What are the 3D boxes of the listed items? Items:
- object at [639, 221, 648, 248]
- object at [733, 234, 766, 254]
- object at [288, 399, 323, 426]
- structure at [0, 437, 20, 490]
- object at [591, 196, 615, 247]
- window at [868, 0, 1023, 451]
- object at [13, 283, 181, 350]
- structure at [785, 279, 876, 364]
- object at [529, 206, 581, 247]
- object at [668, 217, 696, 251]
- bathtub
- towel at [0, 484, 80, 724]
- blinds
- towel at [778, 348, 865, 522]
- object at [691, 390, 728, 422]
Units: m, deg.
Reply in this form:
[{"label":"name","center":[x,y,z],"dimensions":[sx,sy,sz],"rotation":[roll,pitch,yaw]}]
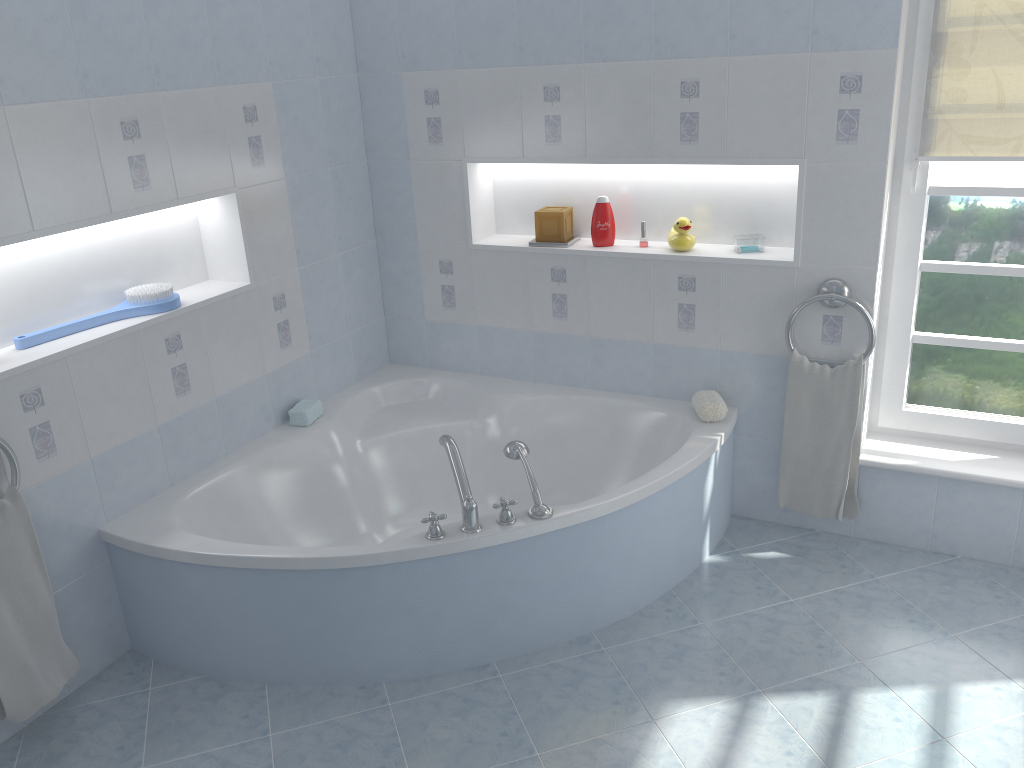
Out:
[{"label":"object","center":[0.490,-0.559,3.303],"dimensions":[0.030,0.096,0.030],"rotation":[-3,21,0]},{"label":"object","center":[0.841,-0.498,3.149],"dimensions":[0.102,0.053,0.072],"rotation":[-2,21,3]},{"label":"object","center":[-0.785,0.108,3.375],"dimensions":[0.081,0.059,0.128],"rotation":[2,22,14]},{"label":"structure","center":[-1.404,0.238,2.257],"dimensions":[0.051,0.332,0.291],"rotation":[7,23,26]},{"label":"object","center":[0.342,-0.611,3.335],"dimensions":[0.092,0.190,0.044],"rotation":[-2,21,3]},{"label":"window","center":[1.596,-0.743,2.744],"dimensions":[0.758,2.067,0.142],"rotation":[7,23,26]},{"label":"object","center":[-1.285,-0.223,2.740],"dimensions":[0.172,0.065,0.534],"rotation":[15,27,39]},{"label":"structure","center":[1.071,-0.186,2.982],"dimensions":[0.291,0.332,0.051],"rotation":[7,23,26]},{"label":"object","center":[0.165,-0.616,3.453],"dimensions":[0.160,0.130,0.160],"rotation":[5,22,21]},{"label":"object","center":[0.614,-0.547,3.216],"dimensions":[0.095,0.122,0.132],"rotation":[-6,21,-6]},{"label":"bathtub","center":[-0.210,0.384,3.028],"dimensions":[1.596,0.670,1.578],"rotation":[7,23,26]},{"label":"towel","center":[-1.350,0.600,2.387],"dimensions":[0.101,0.634,0.280],"rotation":[6,23,24]},{"label":"blinds","center":[1.540,-1.161,2.532],"dimensions":[0.598,1.032,0.046],"rotation":[7,23,26]},{"label":"towel","center":[1.088,0.182,3.099],"dimensions":[0.280,0.635,0.083],"rotation":[8,24,27]},{"label":"object","center":[0.712,0.078,3.198],"dimensions":[0.105,0.077,0.165],"rotation":[-3,21,0]}]
